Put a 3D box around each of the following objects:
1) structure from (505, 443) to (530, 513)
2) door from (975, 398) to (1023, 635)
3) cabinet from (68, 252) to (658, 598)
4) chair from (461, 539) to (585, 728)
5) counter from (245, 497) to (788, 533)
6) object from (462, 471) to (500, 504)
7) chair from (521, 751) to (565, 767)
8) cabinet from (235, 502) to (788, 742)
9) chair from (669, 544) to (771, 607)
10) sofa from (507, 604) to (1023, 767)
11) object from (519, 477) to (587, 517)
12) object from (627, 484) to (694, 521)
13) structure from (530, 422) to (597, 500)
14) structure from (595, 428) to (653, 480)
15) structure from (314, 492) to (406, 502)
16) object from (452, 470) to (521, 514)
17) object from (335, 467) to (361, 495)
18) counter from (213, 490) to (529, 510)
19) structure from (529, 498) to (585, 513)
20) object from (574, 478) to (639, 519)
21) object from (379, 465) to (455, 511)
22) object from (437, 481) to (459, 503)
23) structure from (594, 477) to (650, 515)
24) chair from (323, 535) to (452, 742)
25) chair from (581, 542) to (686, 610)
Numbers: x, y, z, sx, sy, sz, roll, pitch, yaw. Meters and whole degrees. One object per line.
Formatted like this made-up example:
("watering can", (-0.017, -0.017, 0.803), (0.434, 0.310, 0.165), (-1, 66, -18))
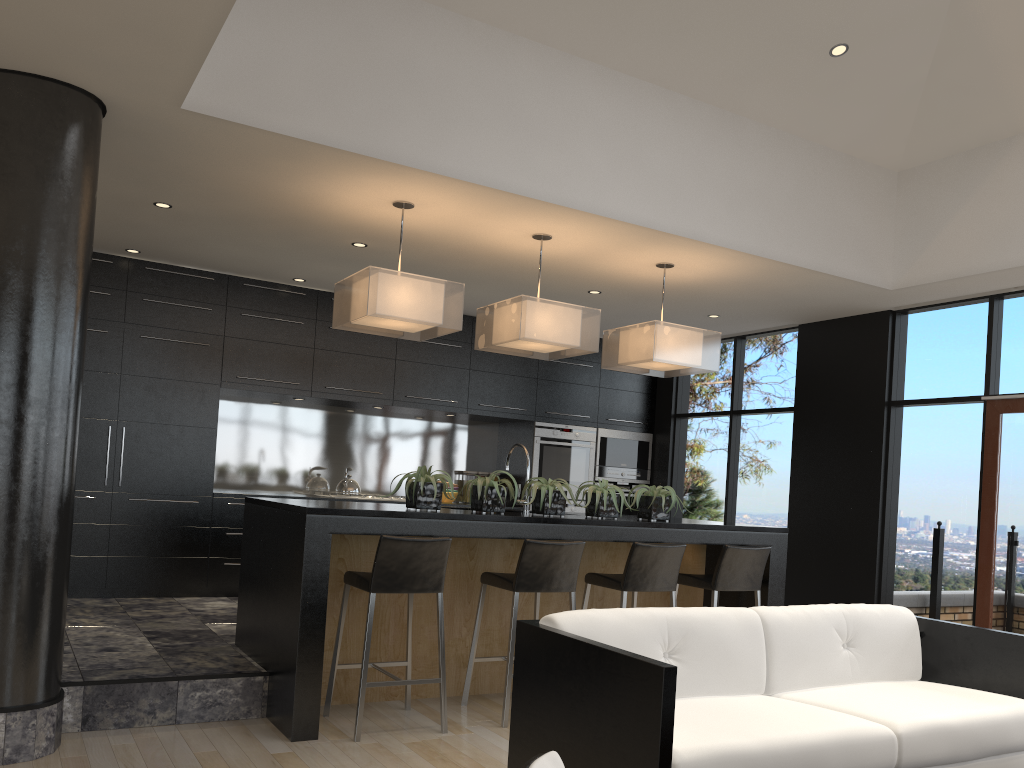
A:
("structure", (-0.042, 0.887, 5.573), (2.788, 1.014, 0.656), (7, -4, -30))
("door", (3.373, 1.066, 5.570), (0.095, 1.985, 0.898), (4, -2, -30))
("cabinet", (-1.214, 0.587, 7.846), (5.751, 2.515, 0.728), (7, -3, -30))
("chair", (0.083, 1.305, 4.780), (0.477, 0.960, 0.519), (5, -3, -30))
("counter", (0.111, 0.794, 5.320), (3.127, 0.031, 1.182), (7, -8, -30))
("object", (-0.306, 1.021, 8.667), (0.367, 0.314, 0.113), (6, -3, -30))
("chair", (0.362, 1.095, 1.607), (0.687, 0.672, 0.806), (6, -5, -30))
("cabinet", (0.077, 1.326, 5.309), (3.127, 1.033, 1.181), (7, -5, -30))
("chair", (1.269, 1.459, 5.468), (0.477, 0.960, 0.519), (5, -3, -30))
("sofa", (1.080, 1.270, 3.281), (2.040, 0.800, 0.839), (7, -5, -30))
("object", (0.253, 0.647, 5.046), (0.407, 0.216, 0.400), (4, -5, -5))
("object", (0.883, 0.736, 5.480), (0.398, 0.216, 0.409), (4, -5, -5))
("structure", (0.496, 0.745, 8.462), (0.704, 0.704, 0.085), (6, -2, -30))
("structure", (1.121, 0.707, 8.813), (0.679, 0.472, 0.026), (6, -2, -30))
("structure", (-1.245, 1.017, 7.841), (0.904, 0.066, 0.521), (7, -8, -30))
("object", (-0.134, 0.589, 4.850), (0.398, 0.238, 0.409), (4, -5, -5))
("object", (-1.412, 0.837, 7.651), (0.222, 0.229, 0.221), (7, -5, -37))
("counter", (-1.255, 1.042, 7.857), (2.872, 0.033, 0.732), (7, -8, -30))
("structure", (0.451, 1.463, 8.447), (0.704, 0.704, 0.085), (6, -2, -30))
("object", (0.578, 0.678, 5.237), (0.407, 0.238, 0.400), (4, -5, -5))
("object", (-0.500, 0.544, 4.666), (0.407, 0.238, 0.400), (4, -5, -5))
("object", (-0.622, 1.036, 8.457), (0.205, 0.204, 0.185), (6, -4, -29))
("structure", (1.092, 1.168, 8.804), (0.681, 0.443, 0.070), (6, -3, -30))
("chair", (-0.596, 1.216, 4.385), (0.477, 0.960, 0.519), (5, -3, -30))
("chair", (0.687, 1.383, 5.130), (0.477, 0.960, 0.519), (5, -3, -30))
